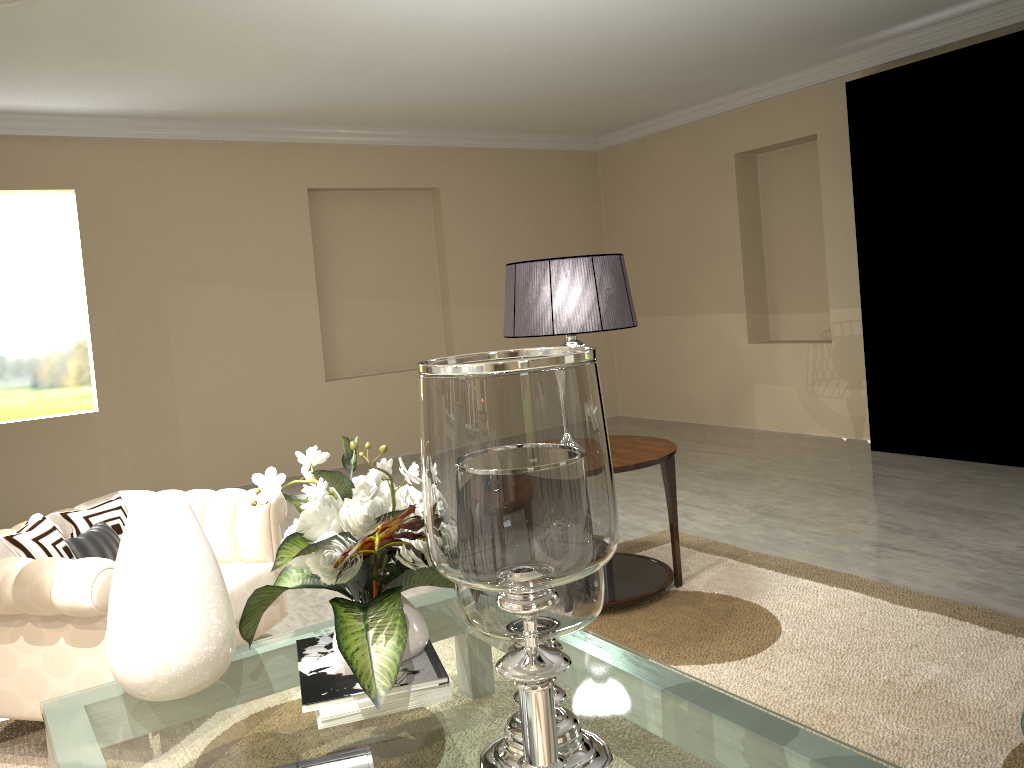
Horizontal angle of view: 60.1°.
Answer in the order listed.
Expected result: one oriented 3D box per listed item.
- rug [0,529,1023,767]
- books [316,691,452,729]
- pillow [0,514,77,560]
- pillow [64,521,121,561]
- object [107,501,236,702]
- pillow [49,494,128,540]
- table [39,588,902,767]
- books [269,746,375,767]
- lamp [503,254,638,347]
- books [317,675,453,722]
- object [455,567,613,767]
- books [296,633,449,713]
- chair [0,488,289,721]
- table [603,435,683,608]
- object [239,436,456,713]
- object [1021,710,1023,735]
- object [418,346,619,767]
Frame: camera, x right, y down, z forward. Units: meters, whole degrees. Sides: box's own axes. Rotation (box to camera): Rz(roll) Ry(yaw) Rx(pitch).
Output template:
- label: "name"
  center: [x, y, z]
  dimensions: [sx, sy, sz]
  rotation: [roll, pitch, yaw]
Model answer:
- label: "rug"
  center: [0.363, 0.855, 1.867]
  dimensions: [2.679, 0.022, 2.972]
  rotation: [-8, 6, -32]
- label: "books"
  center: [-0.285, 0.602, 1.827]
  dimensions: [0.254, 0.019, 0.344]
  rotation: [-7, 6, -17]
- label: "pillow"
  center: [-1.252, 0.493, 2.364]
  dimensions: [0.184, 0.248, 0.281]
  rotation: [-6, 4, -9]
- label: "pillow"
  center: [-1.173, 0.501, 2.515]
  dimensions: [0.127, 0.186, 0.239]
  rotation: [-5, 4, 3]
- label: "object"
  center: [-0.720, 0.451, 1.859]
  dimensions: [0.253, 0.384, 0.252]
  rotation: [-8, 4, -37]
- label: "pillow"
  center: [-1.236, 0.470, 2.677]
  dimensions: [0.164, 0.222, 0.252]
  rotation: [-4, 4, 21]
- label: "table"
  center: [-0.184, 0.795, 1.603]
  dimensions: [1.060, 0.344, 1.301]
  rotation: [-8, 6, -32]
- label: "books"
  center: [-0.312, 0.646, 1.262]
  dimensions: [0.260, 0.044, 0.352]
  rotation: [-6, 6, -15]
- label: "lamp"
  center: [0.213, -0.099, 3.121]
  dimensions: [0.473, 0.680, 0.476]
  rotation: [-3, 4, 32]
- label: "books"
  center: [-0.286, 0.584, 1.820]
  dimensions: [0.254, 0.019, 0.337]
  rotation: [-7, 6, -18]
- label: "object"
  center: [0.032, 0.365, 1.442]
  dimensions: [0.237, 0.503, 0.236]
  rotation: [-7, 4, -35]
- label: "books"
  center: [-0.297, 0.568, 1.820]
  dimensions: [0.275, 0.016, 0.342]
  rotation: [-6, 6, -15]
- label: "chair"
  center: [-1.137, 0.652, 2.493]
  dimensions: [0.733, 0.550, 0.853]
  rotation: [-4, 5, 17]
- label: "table"
  center: [0.264, 0.488, 3.145]
  dimensions: [0.676, 0.497, 0.674]
  rotation: [-8, 5, -35]
- label: "object"
  center: [-0.278, 0.327, 1.817]
  dimensions: [0.512, 0.473, 0.547]
  rotation: [-7, 5, -31]
- label: "object"
  center: [1.033, 0.595, 1.418]
  dimensions: [0.375, 0.177, 0.196]
  rotation: [-2, 5, 33]
- label: "object"
  center: [0.022, 0.301, 1.183]
  dimensions: [0.251, 0.681, 0.251]
  rotation: [-6, 3, -28]
